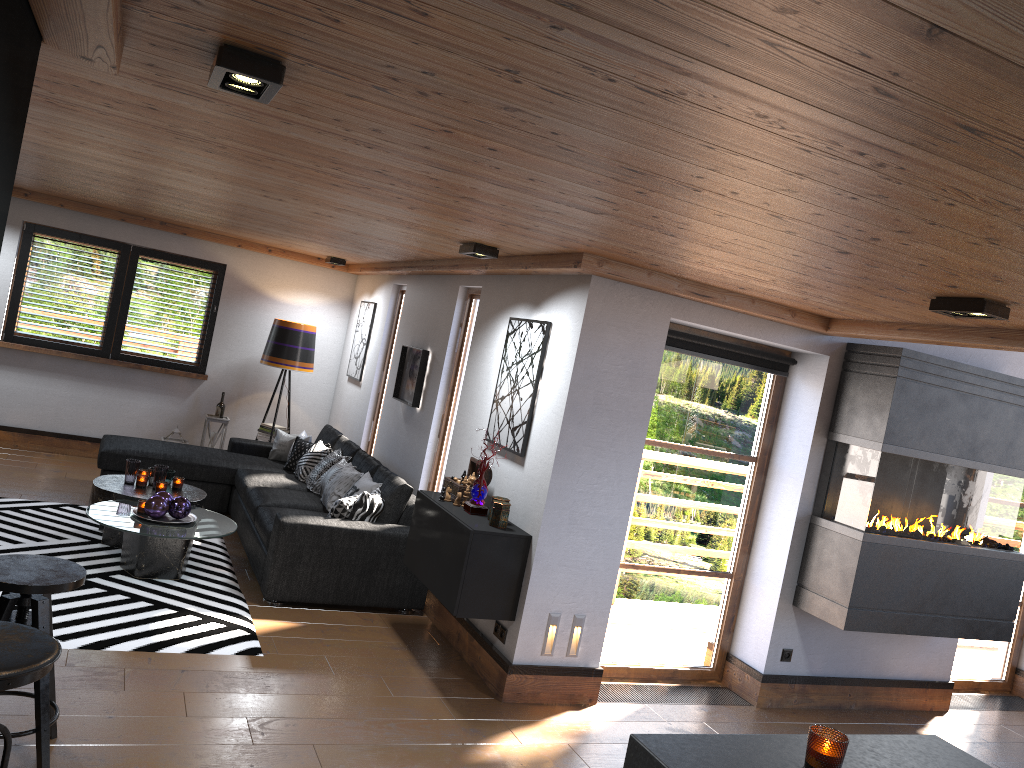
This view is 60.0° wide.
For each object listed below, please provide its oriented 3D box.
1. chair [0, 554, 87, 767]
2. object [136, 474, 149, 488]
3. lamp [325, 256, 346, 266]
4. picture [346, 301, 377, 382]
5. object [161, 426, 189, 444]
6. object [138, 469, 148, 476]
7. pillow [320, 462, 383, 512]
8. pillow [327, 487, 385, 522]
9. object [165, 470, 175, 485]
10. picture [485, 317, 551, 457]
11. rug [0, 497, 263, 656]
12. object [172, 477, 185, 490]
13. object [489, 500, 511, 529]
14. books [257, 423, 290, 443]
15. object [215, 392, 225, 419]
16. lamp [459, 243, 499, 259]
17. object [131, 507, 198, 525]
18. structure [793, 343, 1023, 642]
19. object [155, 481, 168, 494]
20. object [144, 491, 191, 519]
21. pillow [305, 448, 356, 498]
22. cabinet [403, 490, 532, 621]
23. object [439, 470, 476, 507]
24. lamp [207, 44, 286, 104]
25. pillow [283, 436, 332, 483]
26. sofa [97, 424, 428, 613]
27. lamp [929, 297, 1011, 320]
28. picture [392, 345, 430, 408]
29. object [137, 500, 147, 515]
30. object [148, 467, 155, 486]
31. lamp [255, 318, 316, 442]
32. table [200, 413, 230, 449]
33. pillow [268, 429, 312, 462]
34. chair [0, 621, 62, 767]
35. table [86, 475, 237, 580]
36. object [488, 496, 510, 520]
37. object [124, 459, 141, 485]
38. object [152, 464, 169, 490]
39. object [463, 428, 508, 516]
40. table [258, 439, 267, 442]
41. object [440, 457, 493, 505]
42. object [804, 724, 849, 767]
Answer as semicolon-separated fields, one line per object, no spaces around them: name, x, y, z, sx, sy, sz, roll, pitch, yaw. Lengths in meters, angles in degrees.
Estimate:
chair;-1.805;1.020;3.201;0.396;0.721;0.390;11;1;-24
object;-2.575;0.678;6.169;0.079;0.081;0.079;11;1;-9
lamp;-1.741;-1.218;8.751;0.156;0.068;0.259;11;2;-24
picture;-1.501;-0.436;8.820;0.020;0.781;0.558;11;1;-24
object;-3.340;0.632;8.745;0.255;0.462;0.249;11;1;-24
object;-2.642;0.658;6.359;0.079;0.081;0.079;11;1;-9
pillow;-1.178;0.787;6.451;0.286;0.328;0.721;11;2;-34
pillow;-1.033;0.857;5.947;0.297;0.346;0.540;12;2;27
object;-2.497;0.678;6.422;0.092;0.099;0.093;12;1;13
picture;0.027;0.000;5.257;0.020;0.781;0.558;11;1;-24
rug;-2.599;1.120;5.604;1.675;0.020;2.879;11;2;-24
object;-2.387;0.711;6.335;0.079;0.081;0.079;11;1;-9
object;-0.066;0.710;4.830;0.109;0.135;0.096;11;2;-34
books;-2.380;0.490;8.833;0.253;0.159;0.221;13;2;32
object;-2.902;0.219;8.836;0.087;0.286;0.088;12;1;28
lamp;-0.192;-0.776;5.139;0.156;0.068;0.259;11;2;-24
object;-2.196;0.834;5.607;0.395;0.022;0.394;11;2;-6
structure;2.624;0.699;5.552;1.456;1.649;0.430;11;1;-25
object;-2.411;0.714;6.093;0.079;0.081;0.079;11;1;-9
object;-2.198;0.766;5.613;0.287;0.142;0.261;10;2;-41
pillow;-1.445;0.728;7.034;0.277;0.355;0.722;11;2;-24
cabinet;-0.284;0.963;5.116;0.361;0.468;0.948;11;2;-24
object;-0.325;0.608;5.302;0.203;0.197;0.353;11;2;-13
lamp;-0.657;-0.769;2.189;0.156;0.068;0.259;11;2;-24
pillow;-1.722;0.655;7.593;0.314;0.364;0.662;11;2;-29
sofa;-2.041;0.783;6.784;2.105;0.818;3.066;11;2;-24
lamp;1.829;-0.308;3.547;0.156;0.068;0.259;11;2;-24
picture;-0.813;-0.070;7.088;0.067;0.451;0.554;11;2;-24
object;-2.317;0.777;5.577;0.079;0.081;0.079;11;1;-9
object;-2.535;0.662;6.300;0.112;0.122;0.114;13;2;42
lamp;-1.938;0.284;9.235;0.518;1.698;1.646;12;2;44
table;-2.996;0.624;8.842;0.228;0.608;0.223;11;1;-24
pillow;-1.984;0.581;8.018;0.219;0.346;0.561;10;2;-44
chair;-1.596;1.088;2.531;0.444;0.716;0.438;11;1;-21
table;-2.350;0.964;5.893;0.903;0.371;1.512;11;2;-23
object;-0.074;0.704;4.961;0.108;0.135;0.097;12;1;7
object;-2.662;0.616;6.201;0.093;0.167;0.095;12;1;37
object;-2.466;0.656;6.203;0.093;0.167;0.095;12;1;37
object;-0.152;0.495;5.083;0.153;0.504;0.322;11;1;-25
table;-2.445;0.803;8.829;0.348;0.482;0.355;12;1;32
object;-0.276;0.578;5.378;0.211;0.270;0.285;11;2;-24
object;0.636;0.748;1.799;0.079;0.081;0.080;12;2;21
